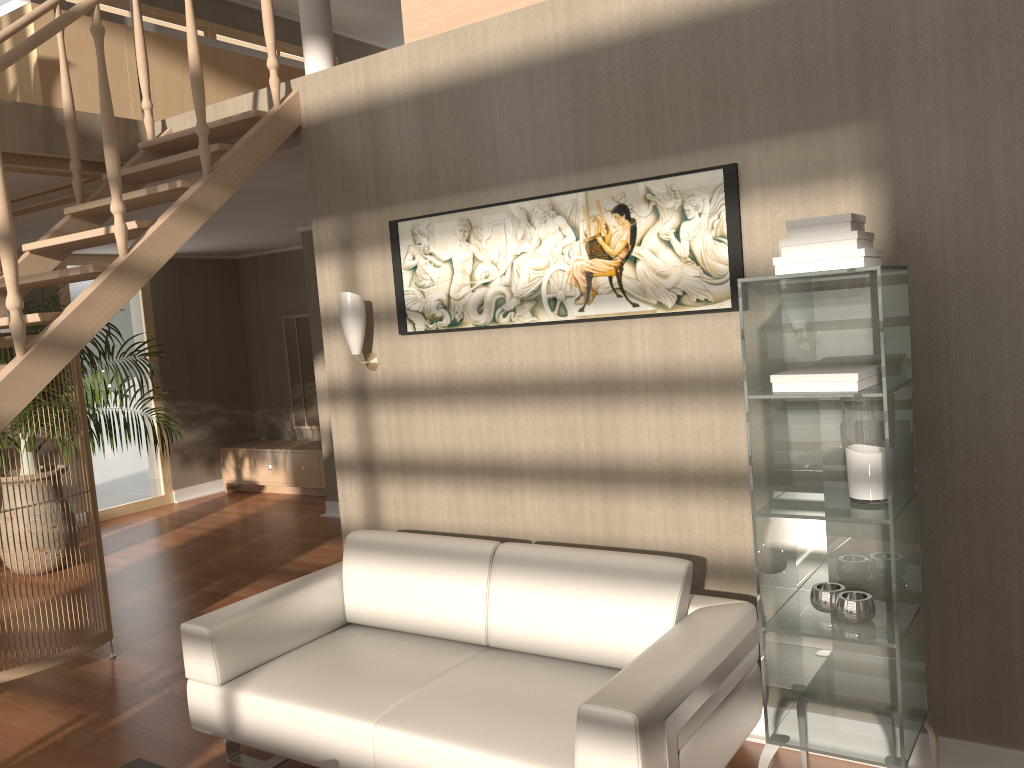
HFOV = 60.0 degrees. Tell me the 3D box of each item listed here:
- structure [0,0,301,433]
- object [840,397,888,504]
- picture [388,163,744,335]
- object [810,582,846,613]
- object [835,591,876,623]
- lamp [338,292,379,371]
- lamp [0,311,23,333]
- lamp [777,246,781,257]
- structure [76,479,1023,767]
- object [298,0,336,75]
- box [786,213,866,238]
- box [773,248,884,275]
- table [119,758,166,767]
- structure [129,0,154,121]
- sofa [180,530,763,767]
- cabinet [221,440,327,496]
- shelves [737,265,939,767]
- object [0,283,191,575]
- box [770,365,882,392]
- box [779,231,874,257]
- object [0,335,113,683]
[{"bbox_3d":[-2.182,-0.298,3.068,1.000,3.578,3.150,-2,5,34],"label":"structure"},{"bbox_3d":[0.973,0.175,2.423,0.129,0.291,0.129,-4,4,6],"label":"object"},{"bbox_3d":[0.131,-0.474,3.393,1.531,0.487,0.018,-2,5,34],"label":"picture"},{"bbox_3d":[0.903,0.609,2.522,0.103,0.066,0.103,-8,6,-37],"label":"object"},{"bbox_3d":[0.942,0.613,2.432,0.103,0.066,0.103,-8,6,-37],"label":"object"},{"bbox_3d":[-0.675,-0.227,3.885,0.112,0.353,0.153,-2,5,34],"label":"lamp"},{"bbox_3d":[-2.750,-0.677,4.785,0.139,0.800,0.139,-6,5,-20],"label":"lamp"},{"bbox_3d":[0.917,-0.274,2.820,0.112,0.353,0.153,-2,5,34],"label":"lamp"},{"bbox_3d":[-0.811,-0.026,4.882,8.342,2.533,10.775,-2,5,34],"label":"structure"},{"bbox_3d":[-1.296,-2.702,5.711,0.200,2.400,0.200,-2,5,34],"label":"object"},{"bbox_3d":[0.845,-0.421,2.384,0.168,0.047,0.168,-2,5,34],"label":"box"},{"bbox_3d":[0.854,-0.327,2.390,0.232,0.047,0.232,-2,5,34],"label":"box"},{"bbox_3d":[-0.801,1.311,2.086,1.260,0.293,0.700,-2,5,34],"label":"table"},{"bbox_3d":[-4.251,-1.585,4.183,3.475,0.900,3.300,-2,5,34],"label":"structure"},{"bbox_3d":[-0.173,0.971,3.000,1.781,0.740,0.905,-2,5,34],"label":"sofa"},{"bbox_3d":[-2.010,0.821,8.650,1.911,0.458,0.500,-2,5,34],"label":"cabinet"},{"bbox_3d":[0.914,0.490,2.474,0.400,1.600,0.403,-2,5,34],"label":"shelves"},{"bbox_3d":[-3.493,0.415,6.351,2.109,2.304,2.157,-3,5,23],"label":"object"},{"bbox_3d":[0.862,-0.015,2.419,0.232,0.047,0.232,-1,6,39],"label":"box"},{"bbox_3d":[0.850,-0.374,2.389,0.200,0.047,0.200,-2,5,34],"label":"box"},{"bbox_3d":[-2.687,0.636,3.484,0.233,1.542,2.229,-1,6,39],"label":"object"}]
